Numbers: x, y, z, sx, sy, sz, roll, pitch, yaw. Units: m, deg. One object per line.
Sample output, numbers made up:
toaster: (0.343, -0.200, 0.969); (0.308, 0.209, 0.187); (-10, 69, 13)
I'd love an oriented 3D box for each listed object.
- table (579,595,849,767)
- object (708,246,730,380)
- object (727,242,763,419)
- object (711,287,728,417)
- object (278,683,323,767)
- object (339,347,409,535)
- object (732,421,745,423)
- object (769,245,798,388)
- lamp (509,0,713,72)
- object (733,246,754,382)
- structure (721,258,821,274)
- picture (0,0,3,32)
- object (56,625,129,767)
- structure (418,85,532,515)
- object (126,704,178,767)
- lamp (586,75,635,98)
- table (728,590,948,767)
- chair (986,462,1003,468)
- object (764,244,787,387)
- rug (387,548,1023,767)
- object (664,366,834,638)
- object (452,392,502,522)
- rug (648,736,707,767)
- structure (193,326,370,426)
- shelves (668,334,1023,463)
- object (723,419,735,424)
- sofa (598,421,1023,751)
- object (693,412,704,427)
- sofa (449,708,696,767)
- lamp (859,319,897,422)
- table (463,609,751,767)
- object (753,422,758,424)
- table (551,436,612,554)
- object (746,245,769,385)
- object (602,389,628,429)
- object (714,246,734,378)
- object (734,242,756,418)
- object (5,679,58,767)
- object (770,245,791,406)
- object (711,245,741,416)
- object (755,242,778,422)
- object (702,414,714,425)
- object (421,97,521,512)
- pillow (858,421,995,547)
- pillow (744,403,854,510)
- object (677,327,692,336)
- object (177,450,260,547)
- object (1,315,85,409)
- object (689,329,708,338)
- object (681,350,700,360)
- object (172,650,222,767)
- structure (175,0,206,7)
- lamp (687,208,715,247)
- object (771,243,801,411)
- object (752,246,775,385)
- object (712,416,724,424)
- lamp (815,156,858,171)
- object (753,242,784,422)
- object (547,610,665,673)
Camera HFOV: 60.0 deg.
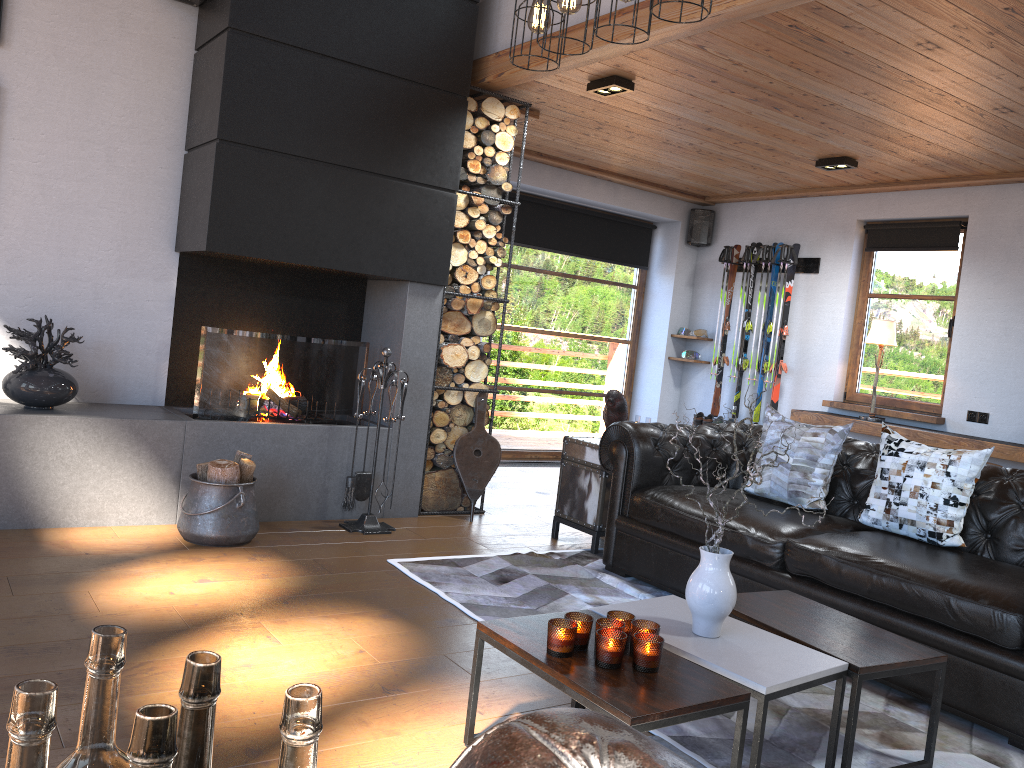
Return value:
table: (0.574, 0.914, 2.628); (0.405, 0.350, 0.643); (4, 4, -40)
object: (1.899, -0.660, 8.185); (0.058, 1.249, 0.122); (8, 3, 37)
object: (2.095, -0.489, 8.048); (0.257, 1.621, 0.103); (5, 3, -39)
object: (1.970, -0.490, 8.327); (0.116, 1.605, 0.094); (5, 3, -35)
object: (-0.174, 0.373, 0.675); (0.086, 0.286, 0.088); (8, 3, 32)
object: (-0.745, 0.301, 4.908); (0.306, 1.017, 0.309); (7, 3, 10)
object: (2.003, 0.451, 7.931); (0.253, 0.270, 0.116); (6, 3, -15)
object: (2.352, -0.577, 7.679); (0.120, 1.249, 0.059); (7, 3, 17)
lamp: (0.387, -2.183, 2.829); (0.264, 2.200, 0.794); (4, 3, -44)
object: (2.069, -0.633, 8.067); (0.120, 1.249, 0.059); (8, 3, 37)
structure: (2.246, -1.087, 7.980); (0.322, 0.135, 1.040); (4, 4, -35)
picture: (-2.831, -2.089, 4.074); (0.889, 0.815, 0.035); (5, 3, -35)
object: (-0.353, 0.347, 0.750); (0.088, 0.286, 0.086); (5, 3, -25)
structure: (-0.368, -0.509, 5.686); (0.507, 2.615, 0.507); (5, 3, -35)
object: (-0.261, 0.366, 0.618); (0.087, 0.286, 0.088); (7, 2, 5)
lamp: (0.574, -1.737, 5.159); (0.157, 0.068, 0.258); (4, 4, -35)
table: (0.969, 0.946, 2.866); (0.404, 0.350, 0.644); (5, 4, -30)
chair: (2.860, 0.840, 5.674); (0.446, 0.716, 0.437); (5, 3, -31)
object: (2.246, -0.589, 7.671); (0.120, 1.249, 0.059); (8, 3, 22)
rug: (1.486, 1.135, 3.350); (2.458, 0.053, 4.004); (4, 4, -34)
object: (0.622, 0.340, 2.560); (0.410, 0.807, 0.615); (5, 3, -24)
object: (-0.224, 0.443, 5.527); (0.261, 0.794, 0.270); (9, 3, 38)
rug: (-0.472, 1.066, 0.629); (3.849, 0.053, 2.408); (4, 4, -34)
structure: (-1.239, -0.015, 4.976); (0.993, 0.514, 0.181); (4, 3, -35)
shelves: (3.441, 0.380, 6.115); (0.619, 0.988, 6.577); (5, 4, -34)
object: (1.947, 0.438, 8.045); (0.254, 0.270, 0.115); (5, 3, -30)
sofa: (1.618, 0.715, 4.040); (1.253, 0.837, 2.540); (4, 4, -36)
object: (1.734, 0.396, 8.332); (0.254, 0.270, 0.115); (4, 4, -45)
sofa: (1.223, 0.837, 1.182); (2.594, 0.837, 1.227); (4, 4, -36)
lamp: (2.989, 0.249, 7.064); (0.639, 1.480, 0.244); (5, 3, -32)
table: (0.228, 0.890, 2.352); (0.404, 0.350, 0.644); (5, 4, -35)
object: (2.105, 0.469, 7.840); (0.253, 0.270, 0.116); (6, 3, -20)
table: (0.539, 0.638, 5.173); (0.410, 0.609, 0.413); (5, 3, -35)
object: (2.139, -0.613, 7.851); (0.120, 1.249, 0.059); (7, 2, 12)
object: (0.596, 0.187, 5.129); (0.149, 0.318, 0.249); (7, 3, 6)
object: (1.939, -0.660, 8.257); (0.120, 1.249, 0.059); (8, 3, 37)
object: (2.126, -0.492, 8.148); (0.112, 1.621, 0.072); (5, 3, -36)
object: (-0.351, 0.354, 0.633); (0.088, 0.286, 0.087); (6, 3, -23)
object: (2.343, -0.414, 7.785); (0.116, 1.605, 0.094); (5, 3, -35)
object: (2.016, -0.494, 8.241); (0.116, 1.605, 0.094); (5, 3, -35)
object: (2.275, -0.465, 7.985); (0.112, 1.621, 0.072); (5, 3, -36)
object: (1.798, 0.409, 8.235); (0.254, 0.270, 0.115); (5, 3, -30)
object: (-0.379, -0.504, 5.690); (0.499, 2.610, 0.462); (5, 3, -35)
pillow: (1.804, 0.432, 3.896); (0.286, 0.468, 0.523); (5, 3, -32)
pillow: (1.425, 0.355, 4.447); (0.286, 0.468, 0.523); (5, 3, -32)
object: (1.716, -0.513, 8.728); (0.161, 0.084, 0.187); (4, 4, -36)
object: (-1.425, 0.555, 4.352); (0.385, 0.431, 0.383); (6, 3, -9)
object: (-2.307, -0.109, 4.353); (0.343, 0.454, 0.332); (6, 3, -10)
object: (1.816, -0.493, 8.583); (0.191, 0.084, 0.158); (4, 4, -36)
object: (1.736, -0.287, 8.671); (0.188, 0.084, 0.352); (7, 3, 1)
object: (-0.262, 0.360, 0.715); (0.087, 0.286, 0.088); (8, 3, 33)
structure: (-1.735, -2.234, 4.730); (0.216, 0.349, 0.211); (5, 3, -35)
lamp: (1.844, -1.526, 8.665); (0.216, 0.349, 0.211); (5, 3, -35)
object: (2.389, -0.418, 7.699); (0.116, 1.605, 0.094); (5, 3, -35)
object: (2.200, -0.607, 7.878); (0.120, 1.249, 0.059); (8, 3, 37)
object: (1.867, 0.423, 8.135); (0.254, 0.270, 0.115); (5, 3, -30)
lamp: (2.355, -1.603, 6.431); (0.157, 0.068, 0.258); (4, 4, -35)
object: (2.308, -0.457, 7.918); (0.112, 1.621, 0.072); (5, 3, -36)
object: (0.243, 0.674, 2.358); (0.302, 0.081, 0.247); (7, 3, 3)
